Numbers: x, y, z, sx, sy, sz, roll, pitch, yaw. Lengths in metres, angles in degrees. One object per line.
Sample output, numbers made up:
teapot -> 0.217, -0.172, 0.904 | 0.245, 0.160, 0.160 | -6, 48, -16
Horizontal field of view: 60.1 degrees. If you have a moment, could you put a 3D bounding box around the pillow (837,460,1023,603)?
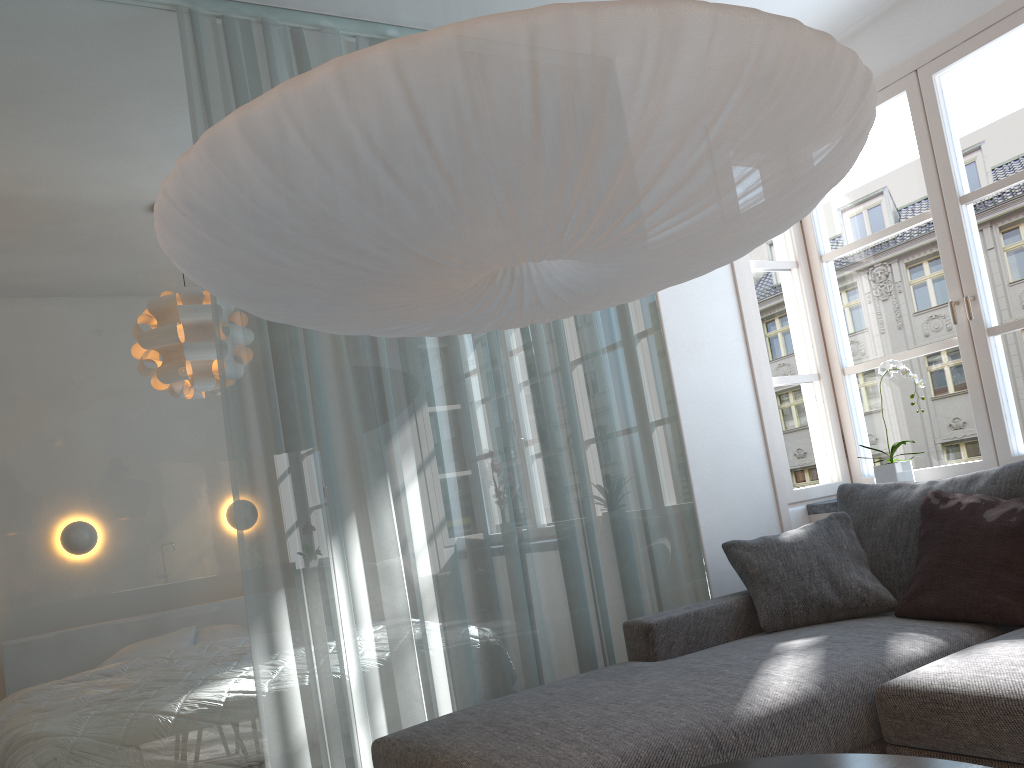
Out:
pillow -> 1.436, 0.543, 3.033 | 0.274, 0.474, 0.845 | -6, -8, -31

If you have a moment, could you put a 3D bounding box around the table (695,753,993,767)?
table -> 0.394, 0.853, 1.152 | 0.844, 0.469, 0.856 | -5, -8, -29

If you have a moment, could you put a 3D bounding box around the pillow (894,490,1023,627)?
pillow -> 1.432, 0.523, 2.733 | 0.310, 0.400, 0.527 | -6, -8, -29

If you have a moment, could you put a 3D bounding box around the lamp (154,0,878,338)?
lamp -> 0.022, -0.303, 1.911 | 1.471, 0.208, 1.480 | -10, -8, 5

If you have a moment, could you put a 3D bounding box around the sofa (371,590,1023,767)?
sofa -> 1.205, 0.712, 1.778 | 2.032, 0.667, 3.102 | -5, -10, -31

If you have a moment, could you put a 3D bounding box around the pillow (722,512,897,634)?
pillow -> 1.036, 0.663, 3.135 | 0.516, 0.357, 0.348 | -11, -6, 8
